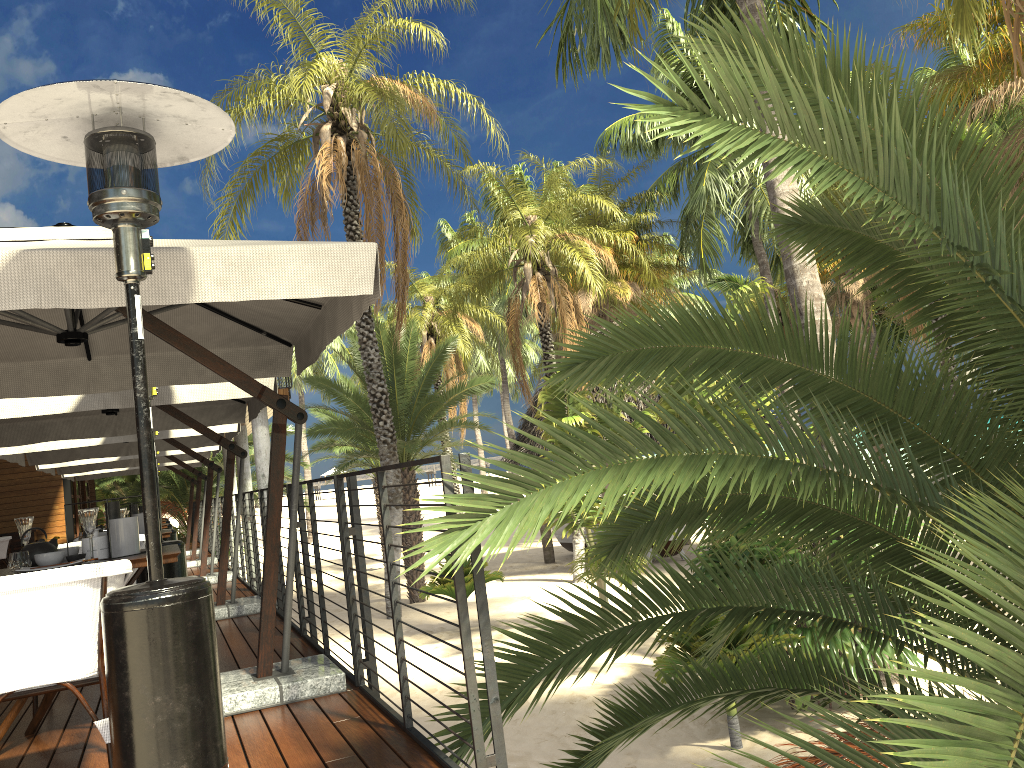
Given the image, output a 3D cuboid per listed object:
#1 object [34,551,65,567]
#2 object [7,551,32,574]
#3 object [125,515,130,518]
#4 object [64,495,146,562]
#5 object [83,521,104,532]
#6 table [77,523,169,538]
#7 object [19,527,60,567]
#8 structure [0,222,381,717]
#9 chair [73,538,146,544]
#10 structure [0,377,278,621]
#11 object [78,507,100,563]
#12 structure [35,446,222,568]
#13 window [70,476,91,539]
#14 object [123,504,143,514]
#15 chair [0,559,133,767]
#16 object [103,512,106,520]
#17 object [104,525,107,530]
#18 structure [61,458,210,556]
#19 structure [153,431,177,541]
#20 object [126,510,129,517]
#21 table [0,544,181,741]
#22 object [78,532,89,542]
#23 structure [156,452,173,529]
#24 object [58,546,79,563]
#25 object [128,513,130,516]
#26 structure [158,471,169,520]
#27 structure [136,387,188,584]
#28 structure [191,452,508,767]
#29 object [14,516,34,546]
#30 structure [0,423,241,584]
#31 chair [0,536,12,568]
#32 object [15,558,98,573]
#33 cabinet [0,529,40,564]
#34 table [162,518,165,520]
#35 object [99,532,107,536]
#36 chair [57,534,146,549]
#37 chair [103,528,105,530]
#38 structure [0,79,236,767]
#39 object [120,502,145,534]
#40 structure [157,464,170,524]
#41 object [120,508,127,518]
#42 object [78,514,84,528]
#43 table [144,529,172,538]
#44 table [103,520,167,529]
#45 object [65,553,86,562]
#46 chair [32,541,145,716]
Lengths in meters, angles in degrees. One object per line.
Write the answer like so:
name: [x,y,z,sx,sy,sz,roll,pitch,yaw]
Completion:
object: [-1.956,0.748,3.752,0.116,0.065,0.115,-6,-6,-18]
object: [-2.053,0.744,3.696,0.086,0.086,0.086,-6,-6,-17]
object: [-5.797,2.028,13.268,0.163,0.179,0.167,-5,-6,-20]
object: [-1.825,0.656,4.038,0.263,0.264,0.263,-10,-6,23]
object: [-3.337,1.161,7.059,0.168,0.179,0.162,-5,-6,-24]
table: [-4.396,2.041,10.138,0.932,0.751,0.929,-5,-6,-22]
object: [-2.095,0.723,3.921,0.168,0.179,0.162,-5,-6,-24]
structure: [-1.981,0.395,4.082,2.415,2.337,2.408,-5,-6,-22]
chair: [-3.443,1.685,7.713,0.628,0.790,0.615,-5,-6,-21]
structure: [-3.211,0.828,7.189,2.415,2.337,2.408,-5,-6,-22]
object: [-1.798,0.645,3.783,0.082,0.227,0.082,-5,-6,-21]
structure: [-5.669,1.696,13.402,2.415,2.337,2.408,-5,-6,-22]
window: [-14.950,-4.660,17.720,14.492,17.998,38.334,-2,-8,-45]
object: [-4.297,1.529,10.285,0.263,0.264,0.263,-10,-6,23]
chair: [-1.661,1.050,3.144,0.628,0.790,0.615,-5,-6,-21]
object: [-4.720,1.603,10.346,0.082,0.227,0.082,-3,-7,-33]
object: [-4.525,1.617,9.943,0.086,0.086,0.086,-6,-6,-17]
structure: [-6.898,2.130,16.508,2.415,2.337,2.408,-5,-6,-22]
structure: [-3.544,1.083,8.844,0.699,2.197,0.697,-3,-7,-34]
object: [-7.189,2.475,16.586,0.082,0.227,0.082,-5,-6,-21]
table: [-1.930,1.171,3.908,0.932,0.751,0.929,-5,-6,-22]
object: [-3.295,1.183,6.834,0.086,0.086,0.086,-6,-6,-17]
structure: [-4.756,1.511,11.907,0.699,2.197,0.697,-3,-7,-34]
object: [-2.069,0.794,4.113,0.116,0.065,0.115,-6,-6,-18]
object: [-7.039,2.467,16.409,0.163,0.179,0.167,-5,-6,-20]
structure: [-7.191,2.370,18.059,0.699,2.197,0.697,-3,-7,-34]
structure: [-2.307,0.647,5.717,0.699,2.197,0.697,-3,-7,-34]
structure: [-4.909,2.467,14.639,0.163,1.155,26.203,-5,-6,-22]
object: [-2.248,0.731,4.099,0.082,0.227,0.082,-5,-6,-21]
structure: [-4.440,1.262,10.295,2.415,2.337,2.408,-5,-6,-22]
chair: [-9.189,3.126,15.646,0.626,0.790,0.616,-10,-6,24]
object: [-1.852,0.743,3.623,0.295,0.025,0.170,-5,-5,-22]
cabinet: [-10.108,3.368,17.268,1.612,0.839,0.556,-5,-6,-22]
table: [-6.864,2.912,16.376,0.932,0.751,0.929,-5,-6,-22]
object: [-3.197,1.186,6.890,0.116,0.065,0.115,-6,-6,-18]
chair: [-2.900,1.487,6.275,0.628,0.790,0.615,-5,-6,-21]
chair: [-4.713,2.133,10.922,0.628,0.790,0.615,-5,-6,-21]
structure: [-1.104,0.222,2.676,0.699,2.197,0.697,-3,-7,-34]
object: [-3.066,1.095,7.176,0.263,0.264,0.263,-10,-6,23]
structure: [-5.972,1.940,14.979,0.699,2.197,0.697,-3,-7,-34]
object: [-3.040,1.084,6.921,0.082,0.227,0.082,-5,-6,-21]
object: [-3.490,1.169,7.237,0.082,0.227,0.082,-5,-6,-21]
table: [-3.163,1.606,7.023,0.932,0.751,0.929,-5,-6,-22]
table: [-5.628,2.476,13.253,0.932,0.751,0.929,-5,-6,-22]
object: [-1.863,0.751,3.790,0.080,0.042,0.080,-4,-6,-31]
chair: [-2.221,1.253,4.626,0.628,0.790,0.615,-5,-6,-21]
